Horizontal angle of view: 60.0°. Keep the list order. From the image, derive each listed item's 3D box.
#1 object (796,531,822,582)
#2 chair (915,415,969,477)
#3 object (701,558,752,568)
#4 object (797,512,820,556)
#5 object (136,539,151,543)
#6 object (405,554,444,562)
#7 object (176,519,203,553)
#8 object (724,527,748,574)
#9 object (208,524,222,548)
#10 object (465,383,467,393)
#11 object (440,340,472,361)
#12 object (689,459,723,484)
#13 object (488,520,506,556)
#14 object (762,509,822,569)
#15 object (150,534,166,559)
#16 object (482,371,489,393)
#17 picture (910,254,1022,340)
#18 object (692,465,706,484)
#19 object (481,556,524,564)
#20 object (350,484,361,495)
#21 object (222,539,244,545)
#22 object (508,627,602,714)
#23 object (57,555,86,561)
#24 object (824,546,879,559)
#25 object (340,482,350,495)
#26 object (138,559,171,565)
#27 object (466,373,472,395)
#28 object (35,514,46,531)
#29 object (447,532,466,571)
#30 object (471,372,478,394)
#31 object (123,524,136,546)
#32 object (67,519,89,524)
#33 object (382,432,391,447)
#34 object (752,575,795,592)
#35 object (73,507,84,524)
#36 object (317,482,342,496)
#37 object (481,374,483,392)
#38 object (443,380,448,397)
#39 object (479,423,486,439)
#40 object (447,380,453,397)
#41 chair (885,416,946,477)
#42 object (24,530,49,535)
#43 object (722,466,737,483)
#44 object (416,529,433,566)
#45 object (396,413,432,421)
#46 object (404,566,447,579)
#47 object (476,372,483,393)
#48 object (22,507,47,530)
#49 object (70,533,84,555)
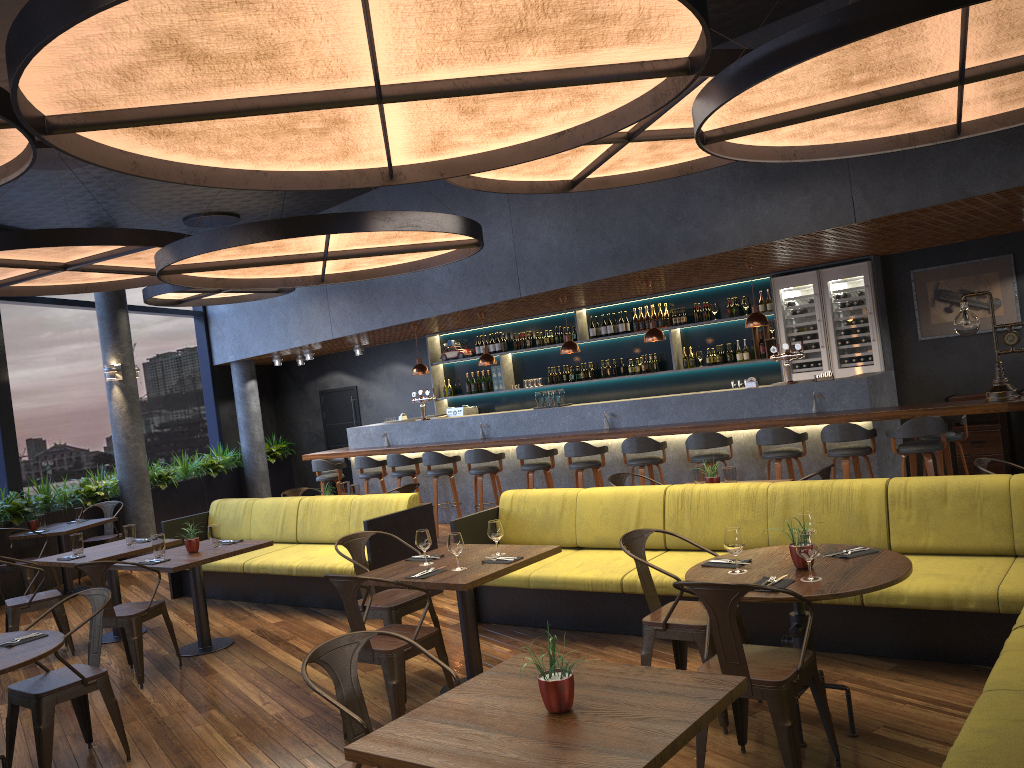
[{"bbox_3d":[1.297,0.753,3.884,0.097,0.206,0.097,-7,0,-14],"label":"object"},{"bbox_3d":[4.002,0.739,8.242,0.483,1.048,0.438,-7,0,9],"label":"chair"},{"bbox_3d":[1.071,0.875,4.352,0.255,0.019,0.157,-7,0,44],"label":"object"},{"bbox_3d":[1.445,0.733,4.332,0.097,0.206,0.097,-7,0,-11],"label":"object"},{"bbox_3d":[-3.320,1.412,8.020,0.255,0.019,0.157,-7,0,37],"label":"object"},{"bbox_3d":[-0.524,1.072,5.486,0.255,0.019,0.157,-7,0,38],"label":"object"},{"bbox_3d":[-2.516,1.187,6.978,0.238,0.271,0.260,-7,0,-14],"label":"object"},{"bbox_3d":[1.050,0.783,4.177,0.097,0.206,0.097,-7,0,-28],"label":"object"},{"bbox_3d":[-2.365,1.214,7.079,0.102,0.178,0.102,-7,0,3],"label":"object"},{"bbox_3d":[-0.699,-0.005,14.167,0.094,0.340,0.094,-7,0,-17],"label":"object"},{"bbox_3d":[-0.920,-0.548,14.248,0.579,0.319,0.229,-7,0,37],"label":"object"},{"bbox_3d":[1.523,0.679,6.767,0.238,0.271,0.260,-7,0,-31],"label":"object"},{"bbox_3d":[-0.095,0.923,5.323,0.097,0.206,0.097,-7,0,29],"label":"object"},{"bbox_3d":[1.335,0.712,4.109,0.238,0.271,0.260,-7,0,-31],"label":"object"},{"bbox_3d":[-2.748,1.263,6.902,0.102,0.178,0.102,-7,0,43],"label":"object"},{"bbox_3d":[-0.432,-0.037,13.871,0.094,0.340,0.094,-7,0,-13],"label":"object"},{"bbox_3d":[5.032,-0.952,9.865,1.039,0.809,0.028,-7,0,37],"label":"picture"},{"bbox_3d":[1.477,0.731,6.985,0.102,0.178,0.102,-7,0,-17],"label":"object"},{"bbox_3d":[-0.073,1.016,5.149,0.255,0.019,0.157,-7,0,38],"label":"object"},{"bbox_3d":[-1.587,1.110,9.010,0.102,0.178,0.102,-7,0,23],"label":"object"},{"bbox_3d":[-2.300,1.286,7.236,0.255,0.019,0.157,-7,0,37],"label":"object"},{"bbox_3d":[0.119,0.870,2.735,0.260,0.271,0.238,-7,0,-17],"label":"object"},{"bbox_3d":[-3.745,1.467,7.512,0.255,0.019,0.157,-7,0,37],"label":"object"},{"bbox_3d":[1.609,0.807,4.248,0.255,0.019,0.157,-7,0,-20],"label":"object"},{"bbox_3d":[-1.763,1.130,9.396,0.102,0.178,0.102,-7,0,-17],"label":"object"},{"bbox_3d":[-2.726,1.341,6.728,0.255,0.019,0.157,-7,0,37],"label":"object"},{"bbox_3d":[-0.691,-0.005,14.040,0.094,0.340,0.094,-7,0,-30],"label":"object"},{"bbox_3d":[-5.372,1.583,10.113,0.102,0.178,0.102,-7,0,19],"label":"object"},{"bbox_3d":[-0.316,0.952,5.043,0.097,0.206,0.097,-7,0,38],"label":"object"},{"bbox_3d":[-0.605,-0.016,13.991,0.094,0.340,0.094,-7,0,-39],"label":"object"},{"bbox_3d":[-3.384,1.340,7.863,0.102,0.178,0.102,-7,0,13],"label":"object"},{"bbox_3d":[-5.162,1.635,10.585,0.255,0.019,0.157,-7,0,13],"label":"object"},{"bbox_3d":[-1.755,0.766,12.344,0.114,0.203,0.069,-7,0,-5],"label":"object"},{"bbox_3d":[1.136,0.868,3.881,0.157,0.019,0.255,-7,0,40],"label":"object"},{"bbox_3d":[-5.092,1.546,10.430,0.102,0.178,0.102,-7,0,29],"label":"object"},{"bbox_3d":[-1.858,1.097,8.946,0.260,0.271,0.238,-7,0,43],"label":"object"},{"bbox_3d":[-0.443,-0.036,13.999,0.094,0.340,0.094,-7,0,-43],"label":"object"},{"bbox_3d":[-1.085,0.075,14.447,0.079,0.281,0.079,-7,0,-34],"label":"object"},{"bbox_3d":[-0.377,0.596,11.299,0.114,0.203,0.069,-7,0,-2],"label":"object"},{"bbox_3d":[-1.012,0.066,14.395,0.079,0.281,0.079,-7,0,41],"label":"object"},{"bbox_3d":[3.559,0.797,7.719,0.483,1.048,0.438,-7,0,29],"label":"chair"},{"bbox_3d":[-5.349,1.661,9.947,0.255,0.019,0.157,-7,0,13],"label":"object"},{"bbox_3d":[1.634,0.712,6.632,0.102,0.178,0.102,-7,0,23],"label":"object"},{"bbox_3d":[-0.526,0.978,5.312,0.097,0.206,0.097,-7,0,29],"label":"object"},{"bbox_3d":[-1.529,0.479,13.771,0.200,0.106,0.766,-7,0,37],"label":"object"},{"bbox_3d":[-0.476,1.067,5.034,0.157,0.019,0.255,-7,0,38],"label":"object"},{"bbox_3d":[-0.521,-0.026,14.057,0.094,0.340,0.094,-7,0,-30],"label":"object"},{"bbox_3d":[-5.600,1.564,10.328,0.238,0.271,0.260,-7,0,39],"label":"object"},{"bbox_3d":[-3.767,1.389,7.686,0.102,0.178,0.102,-7,0,13],"label":"object"}]
